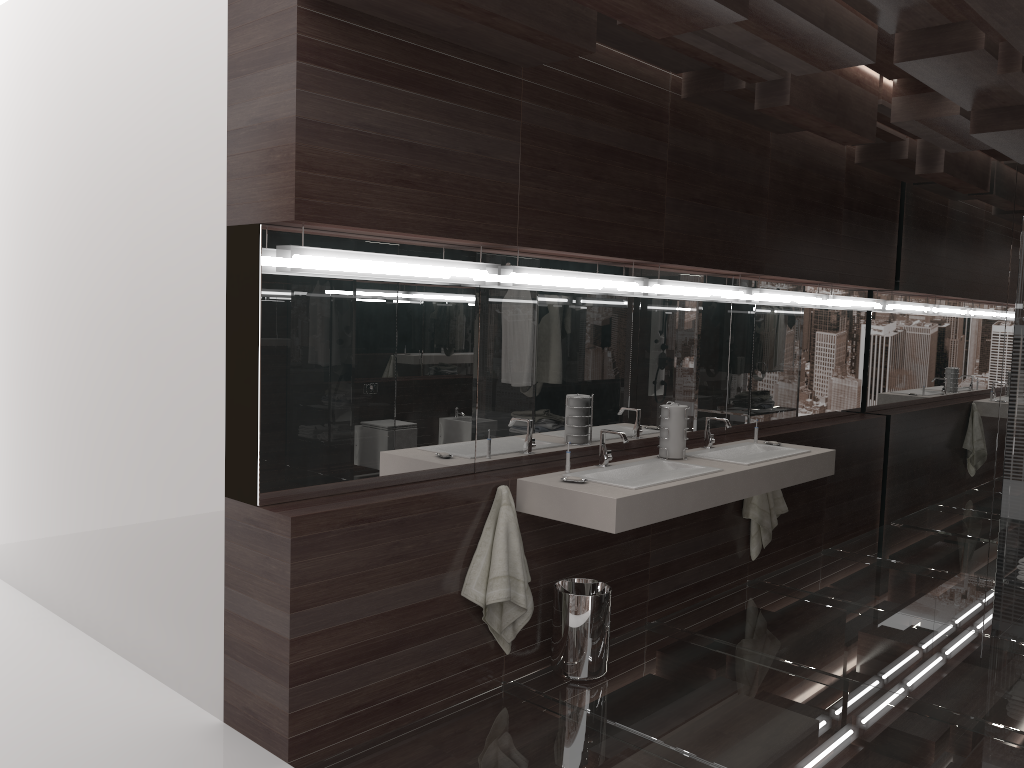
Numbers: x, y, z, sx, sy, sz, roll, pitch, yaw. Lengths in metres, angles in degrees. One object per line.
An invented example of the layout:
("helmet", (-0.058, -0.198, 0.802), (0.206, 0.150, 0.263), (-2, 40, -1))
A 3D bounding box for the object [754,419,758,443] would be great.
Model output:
("object", (1.321, 0.257, 4.793), (0.022, 0.132, 0.022), (1, 5, -10))

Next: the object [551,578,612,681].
("object", (0.283, 1.005, 3.631), (0.237, 0.358, 0.237), (1, 5, -15))

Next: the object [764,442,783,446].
("object", (1.402, 0.323, 4.762), (0.065, 0.011, 0.108), (0, 5, -26))

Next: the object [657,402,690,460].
("object", (0.763, 0.221, 4.201), (0.145, 0.261, 0.136), (1, 4, -4))

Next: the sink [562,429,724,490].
("sink", (0.544, 0.311, 3.781), (0.427, 0.193, 0.681), (6, 6, 42))

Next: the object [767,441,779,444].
("object", (1.402, 0.316, 4.760), (0.035, 0.016, 0.066), (-1, 5, -28))

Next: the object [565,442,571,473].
("object", (0.236, 0.307, 3.712), (0.022, 0.132, 0.022), (4, 5, 24))

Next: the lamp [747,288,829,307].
("lamp", (1.692, -0.522, 5.399), (0.082, 0.082, 0.950), (6, 6, 42))

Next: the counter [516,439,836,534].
("counter", (0.858, 0.428, 4.108), (0.488, 0.131, 1.954), (6, 6, 42))

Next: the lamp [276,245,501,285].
("lamp", (-0.395, -0.411, 3.129), (0.082, 0.082, 0.950), (6, 6, 42))

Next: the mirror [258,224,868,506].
("mirror", (2.415, 0.008, 3.354), (4.126, 0.916, 5.081), (6, 6, 42))

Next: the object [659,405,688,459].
("object", (0.763, 0.224, 4.193), (0.124, 0.246, 0.128), (4, 5, 24))

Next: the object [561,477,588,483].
("object", (0.246, 0.384, 3.517), (0.108, 0.011, 0.065), (3, 5, 21))

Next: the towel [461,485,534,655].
("towel", (-0.010, 0.742, 3.430), (0.156, 0.678, 0.368), (6, 6, 42))

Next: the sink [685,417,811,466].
("sink", (1.152, 0.279, 4.442), (0.427, 0.193, 0.681), (6, 6, 42))

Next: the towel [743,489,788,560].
("towel", (1.442, 0.664, 5.008), (0.156, 0.678, 0.368), (6, 6, 42))

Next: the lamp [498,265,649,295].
("lamp", (0.295, -0.447, 3.880), (0.082, 0.082, 0.950), (6, 6, 42))

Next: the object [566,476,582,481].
("object", (0.247, 0.377, 3.516), (0.066, 0.016, 0.035), (3, 5, 19))

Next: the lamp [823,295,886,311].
("lamp", (2.375, -0.558, 6.141), (0.082, 0.082, 0.950), (6, 6, 42))

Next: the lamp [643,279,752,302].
("lamp", (0.990, -0.485, 4.636), (0.082, 0.082, 0.950), (6, 6, 42))
